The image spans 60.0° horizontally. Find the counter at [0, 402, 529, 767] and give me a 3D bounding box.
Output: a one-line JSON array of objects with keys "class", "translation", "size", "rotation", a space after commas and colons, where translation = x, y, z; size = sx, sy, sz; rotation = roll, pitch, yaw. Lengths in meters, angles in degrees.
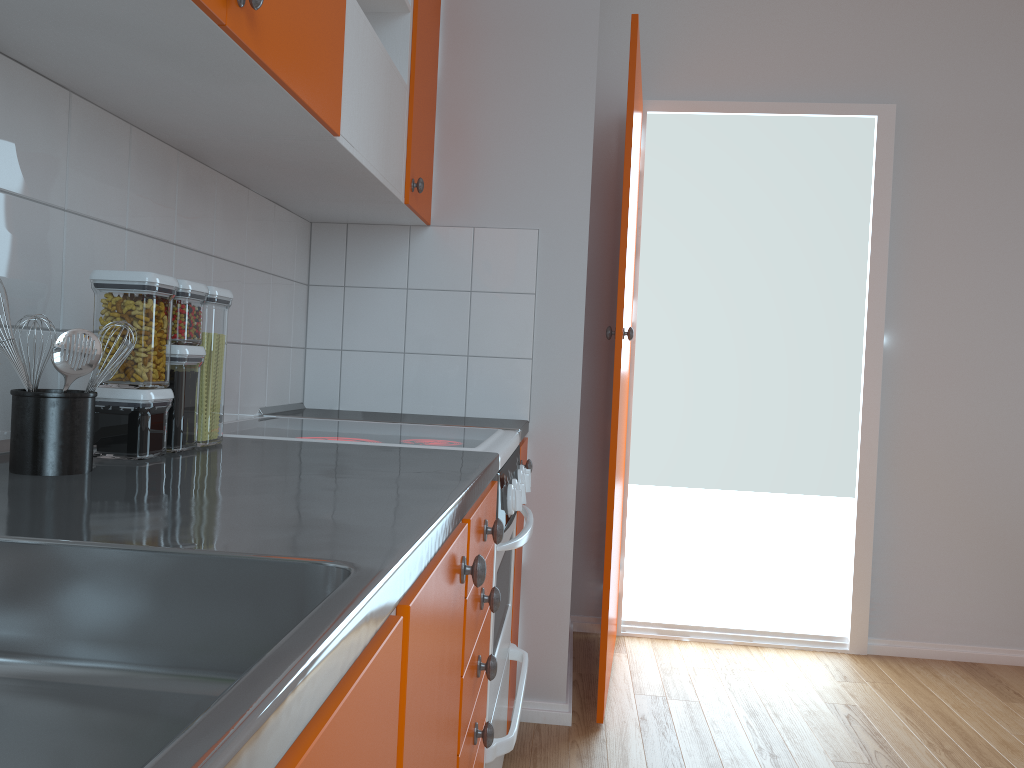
[{"class": "counter", "translation": [-0.403, 0.160, 1.037], "size": [0.680, 0.132, 3.109], "rotation": [3, 1, 4]}]

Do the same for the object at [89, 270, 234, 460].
[{"class": "object", "translation": [-0.535, -0.029, 1.369], "size": [0.094, 0.261, 0.301], "rotation": [3, 1, 4]}]

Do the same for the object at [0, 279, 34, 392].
[{"class": "object", "translation": [-0.614, -0.021, 1.111], "size": [0.185, 0.251, 0.063], "rotation": [3, 1, 7]}]

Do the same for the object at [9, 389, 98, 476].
[{"class": "object", "translation": [-0.562, 0.061, 1.084], "size": [0.095, 0.105, 0.097], "rotation": [3, 1, -14]}]

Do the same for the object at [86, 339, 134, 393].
[{"class": "object", "translation": [-0.540, 0.023, 1.121], "size": [0.116, 0.164, 0.035], "rotation": [3, 1, -14]}]

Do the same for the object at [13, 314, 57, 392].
[{"class": "object", "translation": [-0.568, 0.013, 1.044], "size": [0.044, 0.190, 0.109], "rotation": [2, 1, -33]}]

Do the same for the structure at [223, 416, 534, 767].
[{"class": "structure", "translation": [-0.331, 0.532, 1.918], "size": [0.731, 0.864, 0.619], "rotation": [3, 1, 5]}]

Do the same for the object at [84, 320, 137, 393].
[{"class": "object", "translation": [-0.509, -0.015, 1.100], "size": [0.076, 0.131, 0.044], "rotation": [3, 1, -2]}]

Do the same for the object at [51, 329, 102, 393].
[{"class": "object", "translation": [-0.541, 0.022, 1.048], "size": [0.088, 0.176, 0.052], "rotation": [3, 1, 14]}]

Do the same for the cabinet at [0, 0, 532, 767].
[{"class": "cabinet", "translation": [-0.368, -0.194, 1.032], "size": [0.703, 2.348, 3.110], "rotation": [3, 1, 4]}]

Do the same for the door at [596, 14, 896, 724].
[{"class": "door", "translation": [0.641, -0.046, 3.190], "size": [1.377, 2.055, 0.698], "rotation": [2, 1, -37]}]
